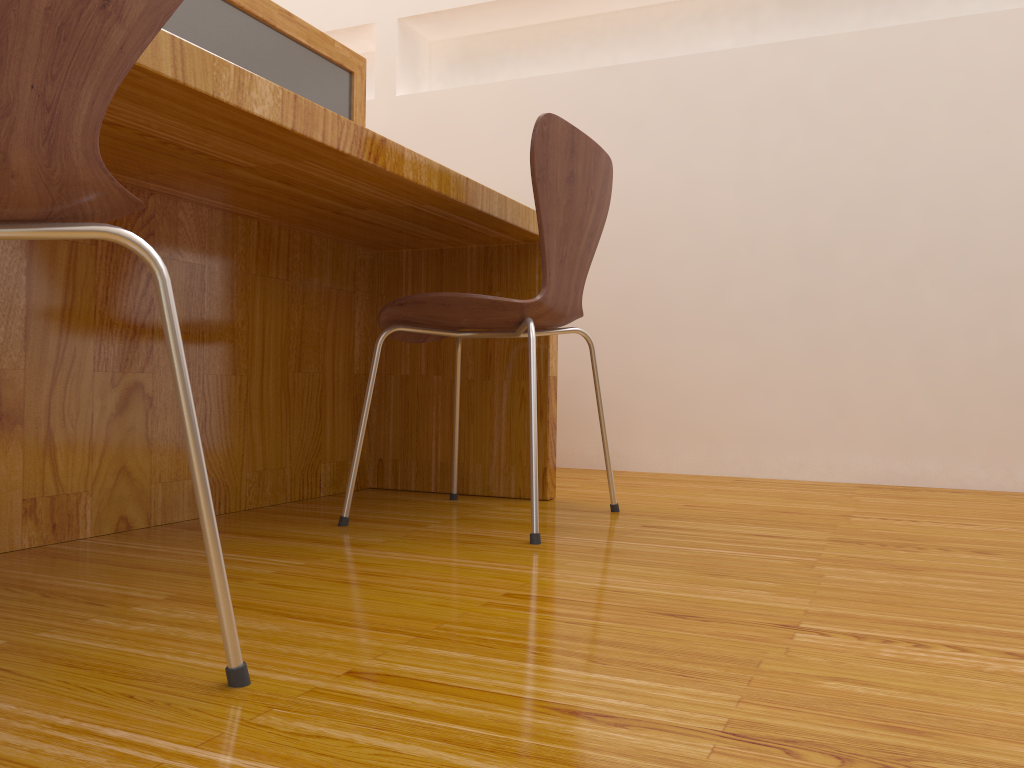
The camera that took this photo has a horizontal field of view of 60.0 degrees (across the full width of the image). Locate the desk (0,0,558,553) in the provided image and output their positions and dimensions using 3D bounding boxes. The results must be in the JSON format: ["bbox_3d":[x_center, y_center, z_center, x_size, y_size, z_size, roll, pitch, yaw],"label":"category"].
[{"bbox_3d":[-1.124,-0.283,0.733,1.248,1.022,3.216,1,0,24],"label":"desk"}]

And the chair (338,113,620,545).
[{"bbox_3d":[-0.038,-0.091,1.640,0.381,0.693,0.428,1,0,24],"label":"chair"}]

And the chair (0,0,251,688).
[{"bbox_3d":[-0.462,-0.101,0.604,0.381,0.693,0.428,1,0,24],"label":"chair"}]
